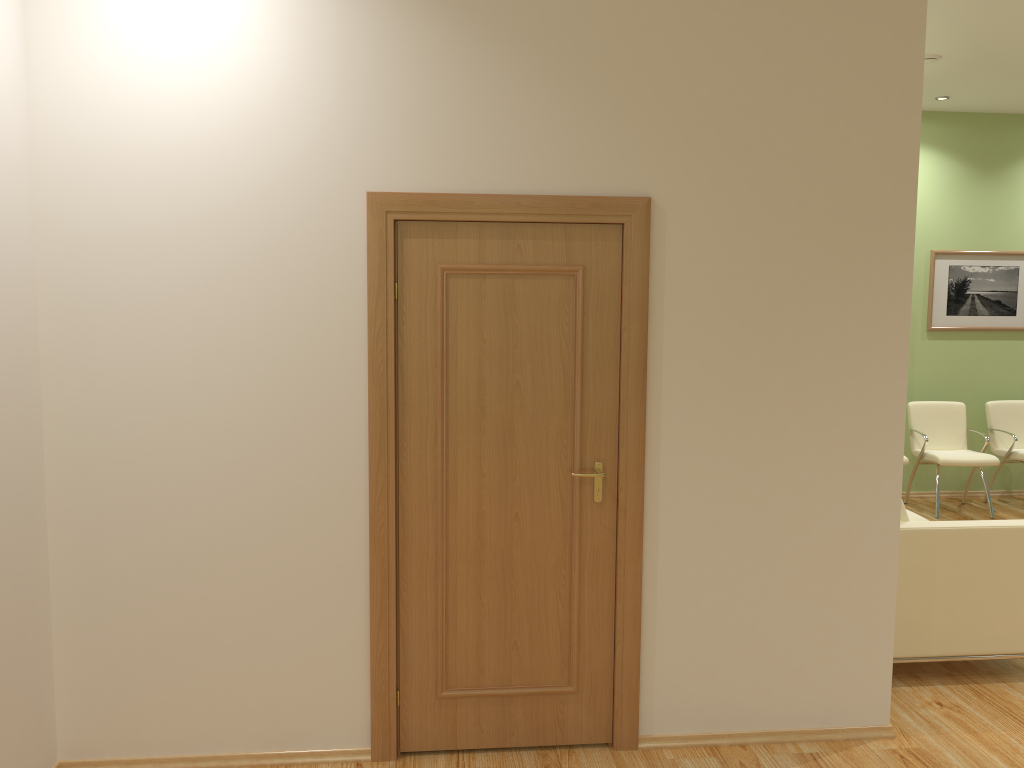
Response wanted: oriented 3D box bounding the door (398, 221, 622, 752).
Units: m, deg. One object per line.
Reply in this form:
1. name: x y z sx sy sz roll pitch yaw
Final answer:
1. door: -0.009 0.409 3.318 0.823 2.001 0.098 0 6 -6

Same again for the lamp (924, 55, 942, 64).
1. lamp: 2.771 -2.155 5.908 0.167 0.024 0.167 6 8 44

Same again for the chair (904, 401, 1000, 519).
1. chair: 3.648 0.616 7.388 0.536 0.881 0.650 0 6 -1

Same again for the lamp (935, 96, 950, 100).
1. lamp: 3.422 -2.271 7.053 0.105 0.011 0.105 -2 6 -25

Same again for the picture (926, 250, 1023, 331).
1. picture: 4.120 -0.812 7.747 1.000 0.700 0.025 0 6 -6
